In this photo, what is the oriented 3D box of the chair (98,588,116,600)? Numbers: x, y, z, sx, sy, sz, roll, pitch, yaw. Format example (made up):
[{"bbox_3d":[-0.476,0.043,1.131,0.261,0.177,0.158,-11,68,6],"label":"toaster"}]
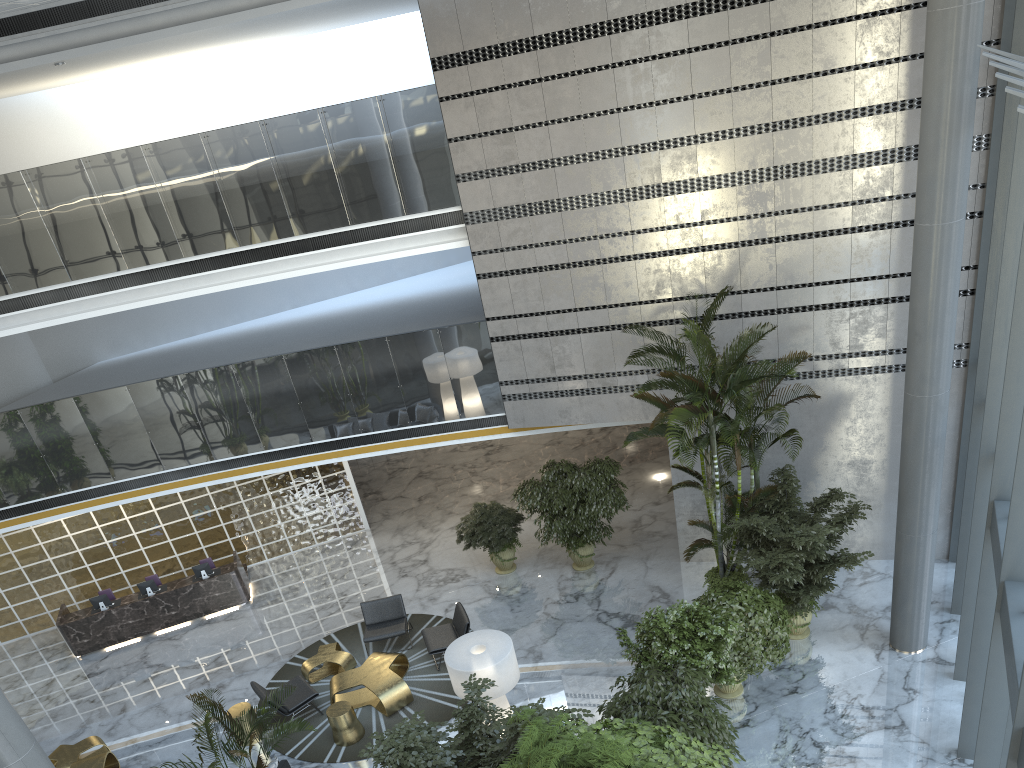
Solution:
[{"bbox_3d":[-7.247,4.034,15.472,0.255,0.661,0.306,-18,29,-12],"label":"chair"}]

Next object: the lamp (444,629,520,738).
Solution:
[{"bbox_3d":[-0.240,3.975,10.700,0.797,1.884,0.779,11,36,36],"label":"lamp"}]

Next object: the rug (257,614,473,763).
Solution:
[{"bbox_3d":[-2.112,4.490,12.977,3.523,0.021,3.150,-15,21,-7],"label":"rug"}]

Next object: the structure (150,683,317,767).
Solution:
[{"bbox_3d":[-2.312,4.296,8.201,1.220,3.897,1.244,-7,29,8],"label":"structure"}]

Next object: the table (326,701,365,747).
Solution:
[{"bbox_3d":[-2.313,4.669,11.817,0.440,0.562,0.391,-7,27,10],"label":"table"}]

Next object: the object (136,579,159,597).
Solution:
[{"bbox_3d":[-6.426,3.614,15.139,0.289,0.332,0.101,-17,29,-11],"label":"object"}]

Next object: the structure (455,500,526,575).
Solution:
[{"bbox_3d":[-0.304,2.623,14.728,1.121,1.501,1.107,7,32,32],"label":"structure"}]

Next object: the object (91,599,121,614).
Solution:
[{"bbox_3d":[-7.167,3.958,15.125,0.506,0.005,0.370,-17,21,-12],"label":"object"}]

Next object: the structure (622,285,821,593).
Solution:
[{"bbox_3d":[2.750,1.167,11.602,2.371,5.251,2.296,4,32,26],"label":"structure"}]

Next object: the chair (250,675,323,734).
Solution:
[{"bbox_3d":[-3.239,4.537,12.381,0.701,0.759,0.664,-26,29,-28],"label":"chair"}]

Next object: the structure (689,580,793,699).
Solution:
[{"bbox_3d":[2.765,3.291,10.916,1.580,1.822,1.275,-15,27,-7],"label":"structure"}]

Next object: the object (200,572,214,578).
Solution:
[{"bbox_3d":[-5.524,3.452,15.509,0.262,0.012,0.064,-16,22,-11],"label":"object"}]

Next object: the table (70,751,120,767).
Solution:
[{"bbox_3d":[-5.638,5.528,11.589,1.253,0.484,1.306,-4,23,18],"label":"table"}]

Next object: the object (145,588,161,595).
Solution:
[{"bbox_3d":[-6.423,3.712,15.328,0.262,0.012,0.064,-16,22,-11],"label":"object"}]

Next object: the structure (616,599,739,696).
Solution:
[{"bbox_3d":[2.009,3.448,10.372,1.283,2.220,1.180,17,39,42],"label":"structure"}]

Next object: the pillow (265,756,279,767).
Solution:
[{"bbox_3d":[-3.053,4.932,10.648,0.291,0.453,0.549,0,27,22],"label":"pillow"}]

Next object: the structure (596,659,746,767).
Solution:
[{"bbox_3d":[1.625,3.971,9.347,1.936,2.140,1.508,-28,31,-29],"label":"structure"}]

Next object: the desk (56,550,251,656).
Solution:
[{"bbox_3d":[-6.530,3.893,15.825,3.128,0.807,1.419,-17,23,-11],"label":"desk"}]

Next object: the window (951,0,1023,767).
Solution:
[{"bbox_3d":[-2.926,0.079,9.005,17.812,11.412,12.555,5,30,33],"label":"window"}]

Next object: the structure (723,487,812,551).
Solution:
[{"bbox_3d":[3.847,2.303,12.971,1.105,1.745,1.264,-23,29,-22],"label":"structure"}]

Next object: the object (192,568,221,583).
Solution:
[{"bbox_3d":[-5.509,3.478,15.459,0.506,0.005,0.370,-17,21,-12],"label":"object"}]

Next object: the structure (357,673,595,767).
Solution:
[{"bbox_3d":[-0.244,4.274,8.895,2.329,2.636,1.973,-7,27,10],"label":"structure"}]

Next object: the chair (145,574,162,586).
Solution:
[{"bbox_3d":[-6.472,3.810,15.628,0.255,0.661,0.306,-18,29,-12],"label":"chair"}]

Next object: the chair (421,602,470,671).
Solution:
[{"bbox_3d":[-0.966,3.822,12.983,0.722,0.759,0.643,-17,26,-10],"label":"chair"}]

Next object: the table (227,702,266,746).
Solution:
[{"bbox_3d":[-3.809,4.846,12.241,0.437,0.562,0.394,-3,28,17],"label":"table"}]

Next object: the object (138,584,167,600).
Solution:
[{"bbox_3d":[-6.408,3.738,15.278,0.506,0.005,0.370,-17,21,-12],"label":"object"}]

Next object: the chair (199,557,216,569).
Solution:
[{"bbox_3d":[-5.552,3.543,15.813,0.255,0.661,0.306,-18,29,-12],"label":"chair"}]

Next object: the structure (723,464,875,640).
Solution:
[{"bbox_3d":[3.796,2.414,11.525,1.854,2.592,1.646,-8,27,8],"label":"structure"}]

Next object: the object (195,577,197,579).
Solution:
[{"bbox_3d":[-5.710,3.500,15.473,0.035,0.019,0.057,-17,22,-12],"label":"object"}]

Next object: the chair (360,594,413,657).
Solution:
[{"bbox_3d":[-1.996,3.824,13.538,0.722,0.759,0.643,-12,26,-1],"label":"chair"}]

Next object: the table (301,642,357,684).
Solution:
[{"bbox_3d":[-2.856,4.314,13.370,0.860,0.309,0.662,-12,22,-1],"label":"table"}]

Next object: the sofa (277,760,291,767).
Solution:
[{"bbox_3d":[-3.912,5.432,10.472,1.977,0.803,1.722,-5,23,17],"label":"sofa"}]

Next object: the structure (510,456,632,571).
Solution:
[{"bbox_3d":[1.050,2.178,14.118,1.562,2.232,1.870,-30,31,-32],"label":"structure"}]

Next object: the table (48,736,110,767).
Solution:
[{"bbox_3d":[-6.285,5.427,12.426,0.759,0.330,0.858,-28,27,-35],"label":"table"}]

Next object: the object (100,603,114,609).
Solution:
[{"bbox_3d":[-7.182,3.932,15.175,0.262,0.012,0.064,-16,22,-11],"label":"object"}]

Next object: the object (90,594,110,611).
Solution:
[{"bbox_3d":[-7.184,3.834,14.986,0.289,0.332,0.101,-17,29,-11],"label":"object"}]

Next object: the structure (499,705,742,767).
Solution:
[{"bbox_3d":[0.811,4.252,7.379,3.039,3.352,3.480,7,31,33],"label":"structure"}]

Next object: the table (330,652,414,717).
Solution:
[{"bbox_3d":[-1.967,4.392,12.486,1.306,0.454,1.102,-27,27,-33],"label":"table"}]

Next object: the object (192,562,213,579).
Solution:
[{"bbox_3d":[-5.526,3.353,15.320,0.289,0.332,0.101,-17,29,-11],"label":"object"}]
